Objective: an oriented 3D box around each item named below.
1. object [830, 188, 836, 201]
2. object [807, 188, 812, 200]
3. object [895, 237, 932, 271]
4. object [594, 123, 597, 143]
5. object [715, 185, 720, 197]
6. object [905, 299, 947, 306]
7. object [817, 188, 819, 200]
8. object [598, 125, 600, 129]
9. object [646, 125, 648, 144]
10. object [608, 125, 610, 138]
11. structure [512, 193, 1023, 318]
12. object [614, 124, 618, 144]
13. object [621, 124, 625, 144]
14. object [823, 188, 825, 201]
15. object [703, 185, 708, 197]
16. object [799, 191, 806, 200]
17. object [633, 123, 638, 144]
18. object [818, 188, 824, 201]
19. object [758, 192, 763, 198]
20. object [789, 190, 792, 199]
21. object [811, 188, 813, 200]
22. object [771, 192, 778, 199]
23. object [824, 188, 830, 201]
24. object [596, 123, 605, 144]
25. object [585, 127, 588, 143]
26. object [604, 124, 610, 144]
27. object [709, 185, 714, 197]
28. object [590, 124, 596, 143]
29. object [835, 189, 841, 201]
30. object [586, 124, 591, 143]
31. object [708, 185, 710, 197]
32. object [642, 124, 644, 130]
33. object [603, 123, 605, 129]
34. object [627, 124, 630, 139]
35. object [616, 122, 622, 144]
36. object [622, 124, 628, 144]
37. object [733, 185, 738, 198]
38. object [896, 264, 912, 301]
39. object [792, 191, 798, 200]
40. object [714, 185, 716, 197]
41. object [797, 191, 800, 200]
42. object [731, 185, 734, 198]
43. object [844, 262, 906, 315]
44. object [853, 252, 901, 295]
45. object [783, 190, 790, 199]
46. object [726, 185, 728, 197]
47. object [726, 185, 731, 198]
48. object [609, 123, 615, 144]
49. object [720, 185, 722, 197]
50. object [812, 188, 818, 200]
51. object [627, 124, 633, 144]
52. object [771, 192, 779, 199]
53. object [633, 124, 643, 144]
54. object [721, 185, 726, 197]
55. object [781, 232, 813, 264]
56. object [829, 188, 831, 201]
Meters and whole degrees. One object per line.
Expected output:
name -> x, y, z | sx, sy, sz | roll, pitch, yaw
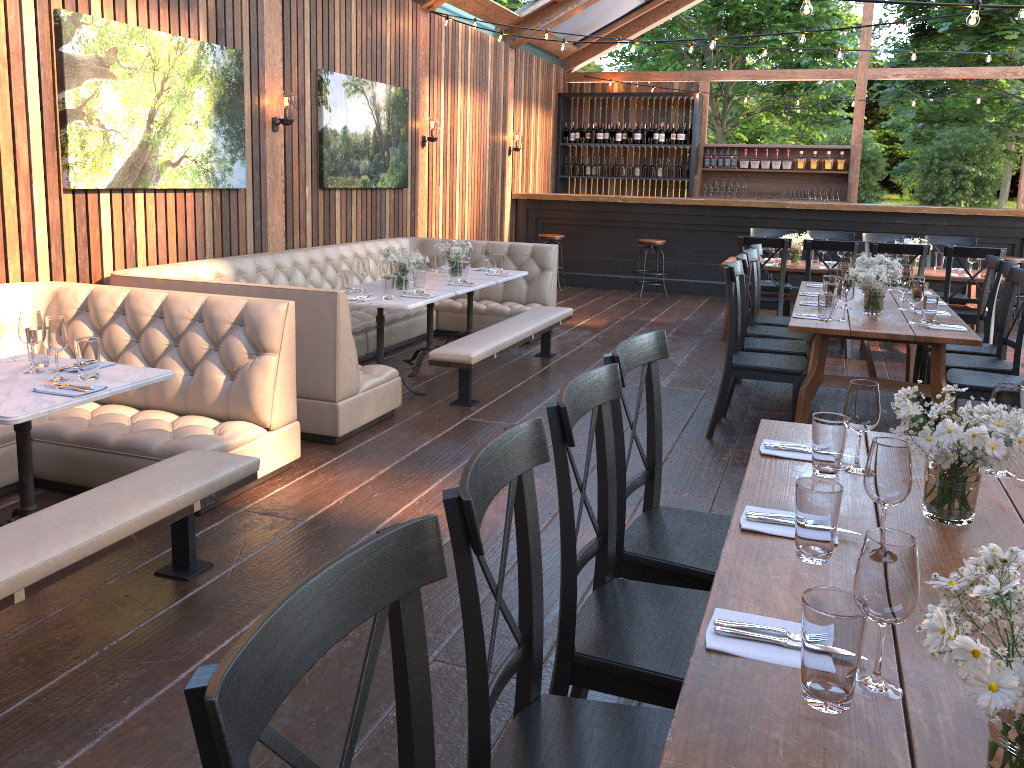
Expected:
object -> 4.689, -2.767, 12.935 | 0.073, 0.179, 0.074 | 0, 10, -6
object -> 4.378, -2.797, 13.025 | 0.073, 0.179, 0.074 | 0, 10, -6
object -> 3.738, -1.214, 8.252 | 0.330, 0.306, 0.339 | -7, 14, -37
object -> 1.326, -3.992, 14.092 | 0.087, 0.331, 0.088 | 2, 10, -1
object -> 3.130, -2.936, 13.465 | 0.070, 0.183, 0.070 | 6, 11, 23
object -> 2.765, -0.549, 5.912 | 0.255, 0.019, 0.159 | 6, 14, 19
object -> 4.543, -2.802, 13.065 | 0.073, 0.179, 0.074 | 0, 10, -6
object -> 1.381, -3.994, 14.163 | 0.077, 0.303, 0.077 | 9, 12, 35
object -> 2.089, -3.892, 13.809 | 0.077, 0.303, 0.077 | 9, 12, 35
object -> 1.533, -3.956, 14.029 | 0.076, 0.299, 0.076 | 9, 12, 35
structure -> 3.333, -1.783, 11.723 | 6.814, 1.261, 0.865 | 6, 12, 19
object -> 1.648, -3.943, 13.961 | 0.136, 0.312, 0.138 | -2, 11, -19
object -> 1.771, -3.942, 13.980 | 0.077, 0.306, 0.078 | 1, 10, -2
object -> 4.620, -2.795, 13.046 | 0.073, 0.179, 0.074 | 0, 10, -6
object -> 2.959, -2.956, 13.530 | 0.070, 0.183, 0.070 | 6, 11, 23
object -> 4.345, -2.822, 13.240 | 0.097, 0.133, 0.098 | 3, 11, 5
object -> 1.948, -3.931, 13.902 | 0.087, 0.331, 0.088 | 2, 10, -1
object -> 4.532, -2.780, 12.972 | 0.073, 0.179, 0.074 | 0, 10, -6
object -> 3.795, -2.895, 13.564 | 0.124, 0.095, 0.125 | 8, 14, 30
object -> 4.228, -2.863, 13.403 | 0.097, 0.133, 0.098 | 3, 11, 5
object -> 4.467, -2.808, 13.081 | 0.073, 0.179, 0.074 | 0, 10, -6
object -> 4.006, -2.879, 13.521 | 0.124, 0.095, 0.125 | 8, 14, 30
object -> 4.608, -2.772, 12.945 | 0.073, 0.179, 0.074 | 0, 10, -6
object -> 1.400, -3.955, 13.984 | 0.136, 0.312, 0.138 | -2, 11, -19
object -> 1.214, -3.989, 14.115 | 0.077, 0.306, 0.078 | 1, 10, -2
object -> 1.495, -3.933, 13.915 | 0.077, 0.303, 0.077 | 9, 12, 35
object -> 3.037, -2.946, 13.496 | 0.070, 0.183, 0.070 | 6, 11, 23
object -> 1.280, -3.947, 13.959 | 0.076, 0.299, 0.076 | 9, 12, 35
object -> 4.746, -2.754, 12.885 | 0.073, 0.179, 0.074 | 0, 10, -6
object -> 1.216, -3.969, 14.024 | 0.078, 0.309, 0.079 | 4, 10, 14
object -> 3.042, -2.965, 13.581 | 0.070, 0.183, 0.070 | 6, 11, 23
object -> 2.044, -3.919, 13.882 | 0.081, 0.320, 0.082 | 1, 10, -2
object -> 1.456, -3.985, 14.094 | 0.081, 0.320, 0.082 | 1, 10, -2
object -> 1.849, -3.918, 13.882 | 0.078, 0.309, 0.079 | 4, 10, 14
object -> 1.670, -3.922, 13.830 | 0.087, 0.331, 0.088 | 2, 10, -1
object -> 1.770, -3.910, 13.837 | 0.078, 0.309, 0.079 | 4, 10, 14
object -> 3.379, -2.910, 13.385 | 0.070, 0.183, 0.070 | 6, 11, 23
object -> 2.670, -0.692, 6.026 | 0.092, 0.242, 0.093 | -4, 11, -28
object -> 4.235, -2.830, 13.260 | 0.097, 0.133, 0.098 | 3, 11, 5
object -> 3.127, -2.959, 13.562 | 0.070, 0.183, 0.070 | 6, 11, 23
object -> 4.334, -2.848, 13.351 | 0.097, 0.133, 0.098 | 3, 11, 5
object -> 3.373, -2.931, 13.475 | 0.070, 0.183, 0.070 | 6, 11, 23
object -> 2.169, -0.576, 5.322 | 0.337, 0.306, 0.332 | -7, 14, -35
object -> 2.568, -0.789, 6.285 | 0.329, 0.306, 0.340 | -1, 12, -14
object -> 4.121, -2.844, 13.306 | 0.097, 0.133, 0.098 | 3, 11, 5
object -> 3.297, -2.941, 13.507 | 0.070, 0.183, 0.070 | 6, 11, 23
object -> 3.284, -2.917, 13.403 | 0.070, 0.183, 0.070 | 6, 11, 23
object -> 1.571, -3.927, 13.858 | 0.081, 0.320, 0.082 | 1, 10, -2
object -> 3.208, -2.951, 13.540 | 0.070, 0.183, 0.070 | 6, 11, 23
object -> 4.451, -2.787, 12.990 | 0.073, 0.179, 0.074 | 0, 10, -6
object -> 1.839, -3.891, 13.766 | 0.077, 0.306, 0.078 | 1, 10, -2
object -> 3.978, -2.845, 13.371 | 0.124, 0.095, 0.125 | 8, 14, 30
object -> 1.961, -3.891, 13.776 | 0.136, 0.312, 0.138 | -2, 11, -19
object -> 3.219, -2.931, 13.455 | 0.070, 0.183, 0.070 | 6, 11, 23
object -> 2.753, -1.325, 8.612 | 0.336, 0.306, 0.333 | -2, 12, -15
object -> 4.702, -2.784, 13.010 | 0.073, 0.179, 0.074 | 0, 10, -6
